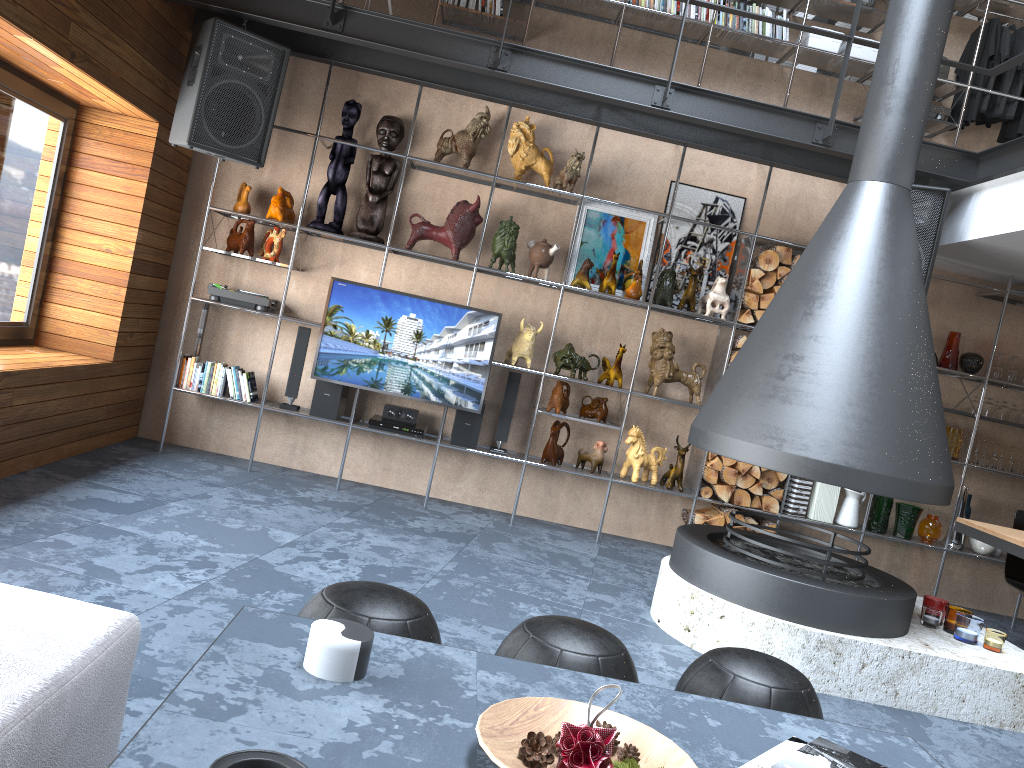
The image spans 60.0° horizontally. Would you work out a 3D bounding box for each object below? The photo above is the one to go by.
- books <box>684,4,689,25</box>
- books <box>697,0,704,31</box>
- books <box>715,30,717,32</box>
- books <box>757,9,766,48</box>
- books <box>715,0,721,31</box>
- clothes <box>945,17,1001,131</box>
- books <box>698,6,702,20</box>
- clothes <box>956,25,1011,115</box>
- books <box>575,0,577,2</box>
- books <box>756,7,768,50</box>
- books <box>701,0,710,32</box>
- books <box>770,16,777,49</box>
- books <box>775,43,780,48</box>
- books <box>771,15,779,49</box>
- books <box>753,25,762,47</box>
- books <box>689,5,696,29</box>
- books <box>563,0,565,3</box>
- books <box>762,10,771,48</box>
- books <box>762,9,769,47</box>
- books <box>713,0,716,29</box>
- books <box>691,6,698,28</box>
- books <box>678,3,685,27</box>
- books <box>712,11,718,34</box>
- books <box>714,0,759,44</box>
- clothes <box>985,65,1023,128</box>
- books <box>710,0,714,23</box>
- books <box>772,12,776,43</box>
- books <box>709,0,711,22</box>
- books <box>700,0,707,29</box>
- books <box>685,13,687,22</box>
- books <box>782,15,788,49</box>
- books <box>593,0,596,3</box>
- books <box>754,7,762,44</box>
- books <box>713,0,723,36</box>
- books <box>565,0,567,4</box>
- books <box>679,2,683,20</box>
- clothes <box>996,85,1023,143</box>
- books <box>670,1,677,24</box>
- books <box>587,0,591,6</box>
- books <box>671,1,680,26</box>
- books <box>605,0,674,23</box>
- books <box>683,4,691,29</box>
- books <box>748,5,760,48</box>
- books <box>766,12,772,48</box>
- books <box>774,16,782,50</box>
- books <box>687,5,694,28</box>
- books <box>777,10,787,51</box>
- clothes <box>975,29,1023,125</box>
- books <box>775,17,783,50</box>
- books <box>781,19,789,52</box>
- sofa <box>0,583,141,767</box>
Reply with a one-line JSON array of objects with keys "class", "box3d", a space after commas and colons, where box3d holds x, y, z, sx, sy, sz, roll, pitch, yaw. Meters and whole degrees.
[{"class": "books", "box3d": [1.107, -2.400, 5.665, 0.049, 0.216, 0.137, 12, 3, -3]}, {"class": "books", "box3d": [1.199, -2.378, 5.656, 0.049, 0.205, 0.149, 12, 3, -3]}, {"class": "books", "box3d": [1.305, -2.343, 5.660, 0.041, 0.177, 0.127, 12, 3, -3]}, {"class": "books", "box3d": [1.597, -2.285, 5.706, 0.058, 0.188, 0.169, 12, 3, -3]}, {"class": "books", "box3d": [1.305, -2.343, 5.660, 0.042, 0.180, 0.131, 12, 3, -3]}, {"class": "clothes", "box3d": [3.011, -2.011, 5.767, 0.090, 0.689, 0.424, 12, 3, -4]}, {"class": "books", "box3d": [1.182, -2.397, 5.655, 0.062, 0.236, 0.143, 12, 3, -3]}, {"class": "clothes", "box3d": [3.056, -2.024, 5.752, 0.074, 0.586, 0.488, 12, 3, -10]}, {"class": "books", "box3d": [0.414, -2.550, 5.632, 0.047, 0.218, 0.171, 12, 3, -3]}, {"class": "books", "box3d": [1.612, -2.292, 5.719, 0.055, 0.205, 0.191, 12, 3, -3]}, {"class": "books", "box3d": [1.230, -2.368, 5.657, 0.057, 0.201, 0.139, 12, 3, -3]}, {"class": "books", "box3d": [1.676, -2.257, 5.698, 0.046, 0.166, 0.130, 12, 3, -3]}, {"class": "books", "box3d": [1.699, -2.252, 5.700, 0.051, 0.164, 0.142, 12, 3, -3]}, {"class": "books", "box3d": [1.686, -2.254, 5.688, 0.046, 0.167, 0.130, 12, 3, -3]}, {"class": "books", "box3d": [1.582, -2.289, 5.711, 0.053, 0.189, 0.148, 12, 3, -3]}, {"class": "books", "box3d": [1.149, -2.392, 5.654, 0.049, 0.216, 0.137, 12, 3, -3]}, {"class": "books", "box3d": [0.341, -2.559, 5.655, 0.049, 0.205, 0.149, 12, 3, -3]}, {"class": "books", "box3d": [1.634, -2.277, 5.702, 0.053, 0.189, 0.148, 12, 3, -3]}, {"class": "books", "box3d": [1.623, -2.288, 5.725, 0.055, 0.202, 0.192, 12, 3, -3]}, {"class": "books", "box3d": [1.281, -2.360, 5.667, 0.049, 0.205, 0.149, 12, 3, -3]}, {"class": "books", "box3d": [1.162, -2.378, 5.654, 0.049, 0.191, 0.138, 12, 3, -3]}, {"class": "books", "box3d": [1.080, -2.395, 5.654, 0.047, 0.197, 0.126, 12, 3, -3]}, {"class": "books", "box3d": [1.293, -2.372, 5.675, 0.053, 0.233, 0.148, 12, 3, -3]}, {"class": "books", "box3d": [1.443, -2.323, 5.675, 0.273, 0.210, 0.136, 12, 3, -3]}, {"class": "clothes", "box3d": [3.239, -1.985, 5.761, 0.074, 0.586, 0.488, 12, 3, -10]}, {"class": "books", "box3d": [1.260, -2.378, 5.642, 0.053, 0.233, 0.148, 12, 3, -3]}, {"class": "books", "box3d": [1.662, -2.270, 5.704, 0.060, 0.187, 0.161, 12, 3, -3]}, {"class": "books", "box3d": [1.246, -2.355, 5.657, 0.042, 0.180, 0.131, 12, 3, -3]}, {"class": "books", "box3d": [1.213, -2.388, 5.639, 0.053, 0.233, 0.148, 12, 3, -3]}, {"class": "books", "box3d": [1.094, -2.402, 5.651, 0.051, 0.218, 0.133, 12, 3, -3]}, {"class": "books", "box3d": [1.744, -2.252, 5.699, 0.050, 0.186, 0.129, 12, 3, -3]}, {"class": "books", "box3d": [0.524, -2.514, 5.610, 0.043, 0.197, 0.111, 12, 3, -3]}, {"class": "books", "box3d": [1.571, -2.290, 5.687, 0.053, 0.189, 0.148, 12, 3, -3]}, {"class": "books", "box3d": [1.319, -2.350, 5.670, 0.047, 0.201, 0.137, 12, 3, -3]}, {"class": "books", "box3d": [0.353, -2.571, 5.663, 0.053, 0.233, 0.148, 12, 3, -3]}, {"class": "books", "box3d": [1.064, -2.404, 5.651, 0.054, 0.203, 0.123, 12, 3, -3]}, {"class": "clothes", "box3d": [3.370, -1.935, 5.786, 0.090, 0.689, 0.424, 12, 3, -4]}, {"class": "books", "box3d": [1.029, -2.423, 5.649, 0.054, 0.220, 0.118, 12, 3, -3]}, {"class": "books", "box3d": [0.491, -2.534, 5.629, 0.055, 0.222, 0.161, 12, 3, -3]}, {"class": "books", "box3d": [1.047, -2.416, 5.658, 0.055, 0.215, 0.155, 12, 3, -3]}, {"class": "books", "box3d": [0.806, -2.459, 5.619, 0.467, 0.211, 0.139, 12, 3, -3]}, {"class": "books", "box3d": [1.119, -2.383, 5.660, 0.048, 0.188, 0.120, 12, 3, -3]}, {"class": "books", "box3d": [1.560, -2.303, 5.724, 0.053, 0.206, 0.207, 12, 3, -3]}, {"class": "books", "box3d": [1.646, -2.275, 5.714, 0.053, 0.189, 0.148, 12, 3, -3]}, {"class": "books", "box3d": [1.699, -2.254, 5.701, 0.054, 0.171, 0.146, 12, 3, -3]}, {"class": "books", "box3d": [1.135, -2.390, 5.654, 0.051, 0.205, 0.131, 12, 3, -3]}, {"class": "books", "box3d": [1.731, -2.271, 5.705, 0.066, 0.217, 0.143, 12, 3, -3]}, {"class": "clothes", "box3d": [3.174, -2.000, 5.789, 0.074, 0.586, 0.488, 12, 3, -10]}, {"class": "books", "box3d": [1.713, -2.253, 5.706, 0.046, 0.175, 0.148, 12, 3, -3]}, {"class": "books", "box3d": [1.752, -2.240, 5.703, 0.046, 0.166, 0.130, 12, 3, -3]}, {"class": "sofa", "box3d": [-0.220, 0.737, 0.813, 4.035, 0.693, 2.205, 12, 3, -3]}]
